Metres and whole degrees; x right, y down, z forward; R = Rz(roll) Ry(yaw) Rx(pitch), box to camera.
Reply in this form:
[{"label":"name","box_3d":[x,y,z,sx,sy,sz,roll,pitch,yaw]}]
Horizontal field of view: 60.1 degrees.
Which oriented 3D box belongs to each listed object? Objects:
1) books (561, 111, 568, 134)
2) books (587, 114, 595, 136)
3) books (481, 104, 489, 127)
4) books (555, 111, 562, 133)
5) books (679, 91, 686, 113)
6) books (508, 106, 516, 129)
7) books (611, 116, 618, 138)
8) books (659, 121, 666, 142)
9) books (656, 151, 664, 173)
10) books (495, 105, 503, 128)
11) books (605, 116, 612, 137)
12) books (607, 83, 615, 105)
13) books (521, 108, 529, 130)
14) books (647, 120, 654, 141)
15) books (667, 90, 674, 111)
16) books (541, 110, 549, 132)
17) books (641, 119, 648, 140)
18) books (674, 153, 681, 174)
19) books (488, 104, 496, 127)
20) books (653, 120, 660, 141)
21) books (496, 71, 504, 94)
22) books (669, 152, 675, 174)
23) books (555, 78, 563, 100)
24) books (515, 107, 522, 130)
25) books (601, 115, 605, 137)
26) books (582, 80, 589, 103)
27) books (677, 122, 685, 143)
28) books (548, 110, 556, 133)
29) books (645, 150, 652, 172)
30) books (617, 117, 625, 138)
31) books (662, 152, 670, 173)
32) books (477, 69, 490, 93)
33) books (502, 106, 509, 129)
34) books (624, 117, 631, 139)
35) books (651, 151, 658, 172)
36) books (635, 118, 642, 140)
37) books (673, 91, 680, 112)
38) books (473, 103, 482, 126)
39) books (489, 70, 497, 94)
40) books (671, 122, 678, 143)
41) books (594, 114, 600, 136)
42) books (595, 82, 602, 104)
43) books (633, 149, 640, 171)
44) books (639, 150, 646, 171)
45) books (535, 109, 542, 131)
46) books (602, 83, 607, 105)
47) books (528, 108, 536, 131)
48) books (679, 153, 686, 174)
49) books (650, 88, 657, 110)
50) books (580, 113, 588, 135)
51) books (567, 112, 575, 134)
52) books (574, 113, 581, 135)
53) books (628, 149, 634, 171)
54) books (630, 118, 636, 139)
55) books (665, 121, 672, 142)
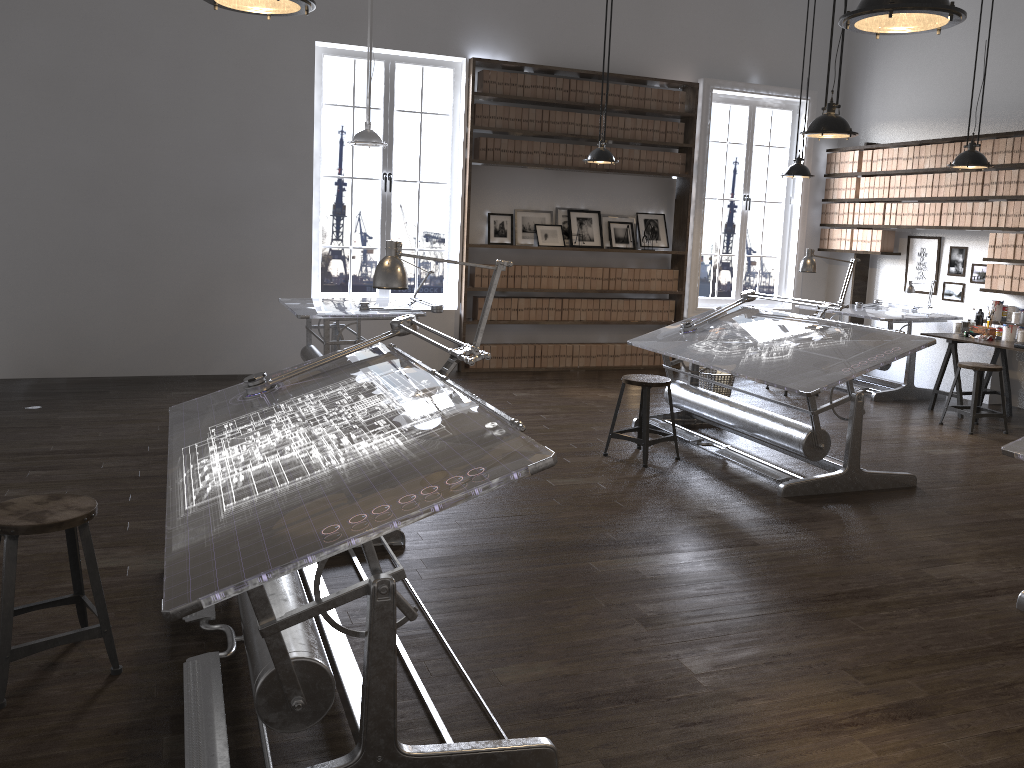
[{"label":"books","box_3d":[0.494,-2.608,8.880,0.067,0.224,0.176,0,9,-21]},{"label":"books","box_3d":[0.766,-2.615,8.987,0.067,0.224,0.176,0,9,-21]},{"label":"books","box_3d":[-0.285,-2.591,8.591,0.067,0.224,0.176,0,9,-21]},{"label":"books","box_3d":[0.433,-2.608,8.862,0.067,0.224,0.176,0,9,-21]},{"label":"books","box_3d":[1.749,-2.952,9.313,0.067,0.224,0.175,0,9,-21]},{"label":"books","box_3d":[-0.028,-2.596,8.683,0.067,0.224,0.176,0,9,-21]},{"label":"books","box_3d":[1.017,-2.622,9.084,0.067,0.224,0.176,0,9,-21]},{"label":"books","box_3d":[1.533,-2.634,9.281,0.067,0.224,0.176,0,9,-21]},{"label":"books","box_3d":[1.518,-2.327,9.316,0.067,0.224,0.175,0,9,-21]},{"label":"books","box_3d":[-0.150,-2.594,8.640,0.067,0.224,0.176,0,9,-21]},{"label":"books","box_3d":[0.951,-2.621,9.061,0.067,0.224,0.175,0,9,-21]},{"label":"books","box_3d":[0.973,-2.934,9.021,0.067,0.224,0.176,0,9,-21]},{"label":"books","box_3d":[0.099,-2.600,8.738,0.067,0.224,0.175,0,9,-21]},{"label":"books","box_3d":[1.400,-2.631,9.231,0.067,0.224,0.175,0,9,-21]},{"label":"books","box_3d":[1.615,-2.950,9.267,0.067,0.224,0.176,0,9,-21]},{"label":"books","box_3d":[0.304,-2.604,8.810,0.067,0.224,0.176,0,9,-21]},{"label":"books","box_3d":[1.334,-2.629,9.205,0.067,0.224,0.176,0,9,-21]},{"label":"books","box_3d":[1.706,-2.331,9.388,0.067,0.224,0.176,0,9,-21]},{"label":"books","box_3d":[-0.217,-2.592,8.612,0.067,0.224,0.176,0,9,-21]},{"label":"books","box_3d":[1.468,-2.632,9.252,0.067,0.224,0.175,0,9,-21]},{"label":"books","box_3d":[-0.143,-2.907,8.598,0.067,0.224,0.175,0,9,-21]},{"label":"books","box_3d":[1.649,-2.329,9.362,0.067,0.224,0.176,0,9,-21]},{"label":"books","box_3d":[0.438,-2.921,8.816,0.067,0.224,0.175,0,9,-21]},{"label":"books","box_3d":[0.033,-2.598,8.712,0.067,0.224,0.176,0,9,-21]},{"label":"books","box_3d":[0.888,-2.618,9.030,0.067,0.224,0.176,0,9,-21]},{"label":"books","box_3d":[0.706,-2.927,8.916,0.067,0.224,0.176,0,9,-21]},{"label":"books","box_3d":[1.744,-2.639,9.359,0.067,0.224,0.176,0,9,-21]},{"label":"books","box_3d":[0.371,-2.607,8.841,0.067,0.224,0.176,0,9,-21]},{"label":"books","box_3d":[1.387,-2.324,9.268,0.067,0.224,0.176,0,9,-21]},{"label":"books","box_3d":[1.084,-2.623,9.106,0.067,0.224,0.176,0,9,-21]},{"label":"books","box_3d":[1.587,-2.328,9.339,0.067,0.224,0.176,0,9,-21]},{"label":"books","box_3d":[-0.278,-2.903,8.543,0.067,0.224,0.176,0,9,-21]},{"label":"books","box_3d":[-0.092,-2.595,8.664,0.067,0.224,0.176,0,9,-21]},{"label":"books","box_3d":[1.151,-2.625,9.133,0.067,0.224,0.176,0,9,-21]},{"label":"books","box_3d":[1.451,-2.326,9.295,0.067,0.224,0.175,0,9,-21]},{"label":"books","box_3d":[1.273,-2.627,9.176,0.067,0.224,0.176,0,9,-21]},{"label":"books","box_3d":[1.681,-2.951,9.292,0.067,0.224,0.175,0,9,-21]},{"label":"books","box_3d":[-0.350,-2.590,8.568,0.067,0.224,0.175,0,9,-21]},{"label":"books","box_3d":[-0.210,-2.905,8.569,0.067,0.224,0.176,0,9,-21]},{"label":"books","box_3d":[1.672,-2.638,9.334,0.067,0.224,0.176,0,9,-21]},{"label":"books","box_3d":[0.824,-2.617,9.011,0.067,0.224,0.176,0,9,-21]},{"label":"books","box_3d":[0.836,-2.931,8.973,0.067,0.224,0.175,0,9,-21]},{"label":"books","box_3d":[1.254,-2.320,9.216,0.067,0.224,0.176,0,9,-21]},{"label":"books","box_3d":[1.322,-2.322,9.240,0.067,0.224,0.176,0,9,-21]},{"label":"books","box_3d":[0.232,-2.603,8.788,0.067,0.224,0.176,0,9,-21]},{"label":"books","box_3d":[0.902,-2.932,8.996,0.067,0.224,0.176,0,9,-21]},{"label":"books","box_3d":[0.167,-2.601,8.759,0.067,0.224,0.175,0,9,-21]},{"label":"books","box_3d":[1.771,-2.333,9.414,0.067,0.224,0.176,0,9,-21]},{"label":"books","box_3d":[1.431,-2.945,9.194,0.067,0.224,0.176,0,9,-21]},{"label":"books","box_3d":[0.698,-2.613,8.960,0.067,0.224,0.176,0,9,-21]},{"label":"books","box_3d":[0.562,-2.610,8.906,0.067,0.224,0.176,0,9,-21]},{"label":"books","box_3d":[0.628,-2.612,8.935,0.067,0.224,0.175,0,9,-21]},{"label":"books","box_3d":[1.194,-2.319,9.195,0.067,0.224,0.176,0,9,-21]},{"label":"books","box_3d":[1.209,-2.626,9.157,0.067,0.224,0.176,0,9,-21]},{"label":"books","box_3d":[1.605,-2.635,9.303,0.067,0.224,0.176,0,9,-21]}]
